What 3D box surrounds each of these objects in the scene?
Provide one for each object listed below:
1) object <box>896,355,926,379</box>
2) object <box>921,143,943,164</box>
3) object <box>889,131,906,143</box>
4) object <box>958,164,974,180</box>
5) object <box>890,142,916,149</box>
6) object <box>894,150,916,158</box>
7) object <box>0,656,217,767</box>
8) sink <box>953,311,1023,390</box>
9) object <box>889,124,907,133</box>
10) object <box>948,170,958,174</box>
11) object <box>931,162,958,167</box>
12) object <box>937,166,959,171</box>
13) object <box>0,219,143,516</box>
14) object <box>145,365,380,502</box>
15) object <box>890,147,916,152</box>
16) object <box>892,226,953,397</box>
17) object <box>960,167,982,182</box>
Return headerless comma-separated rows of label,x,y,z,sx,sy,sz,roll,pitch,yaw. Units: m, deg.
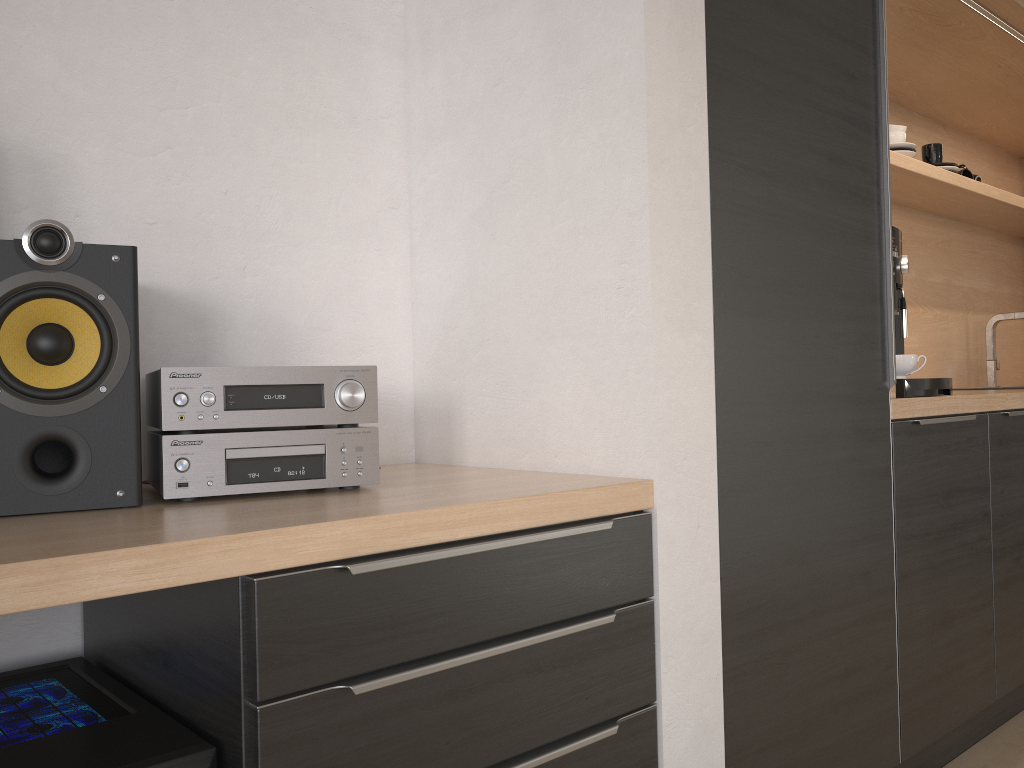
object,0.880,-0.037,2.031,0.095,0.057,0.099,-1,-1,-39
object,1.417,-0.759,2.985,0.066,0.092,0.084,-2,-1,17
object,1.167,-0.738,2.740,0.095,0.057,0.099,-2,-1,21
object,1.596,-0.739,3.184,0.066,0.093,0.100,-1,-1,-27
object,1.167,-0.713,2.735,0.145,0.025,0.145,-2,-1,35
object,1.168,-0.689,2.735,0.145,0.025,0.145,-2,-1,35
object,-0.518,0.640,0.991,0.215,0.527,0.474,-1,-1,-42
sink,2.015,-0.018,3.311,0.626,0.518,0.512,-1,-1,-42
object,1.165,-0.771,2.736,0.095,0.075,0.098,-1,-1,-30
object,1.424,-0.692,2.990,0.145,0.025,0.145,-1,-1,-28
object,1.423,-0.717,2.990,0.145,0.025,0.145,-1,-1,-28
object,1.427,-0.705,2.990,0.145,0.025,0.145,-1,-1,-28
object,-0.606,-0.019,1.169,0.198,0.354,0.249,-1,-1,-27
object,-0.370,0.066,1.296,0.285,0.174,0.270,-1,-1,-27
object,1.168,-0.699,2.738,0.145,0.025,0.145,-2,-1,35
object,0.871,-0.165,2.296,0.618,0.398,0.584,-1,-1,-41
object,1.648,-0.745,3.220,0.066,0.093,0.100,-1,-1,-32
